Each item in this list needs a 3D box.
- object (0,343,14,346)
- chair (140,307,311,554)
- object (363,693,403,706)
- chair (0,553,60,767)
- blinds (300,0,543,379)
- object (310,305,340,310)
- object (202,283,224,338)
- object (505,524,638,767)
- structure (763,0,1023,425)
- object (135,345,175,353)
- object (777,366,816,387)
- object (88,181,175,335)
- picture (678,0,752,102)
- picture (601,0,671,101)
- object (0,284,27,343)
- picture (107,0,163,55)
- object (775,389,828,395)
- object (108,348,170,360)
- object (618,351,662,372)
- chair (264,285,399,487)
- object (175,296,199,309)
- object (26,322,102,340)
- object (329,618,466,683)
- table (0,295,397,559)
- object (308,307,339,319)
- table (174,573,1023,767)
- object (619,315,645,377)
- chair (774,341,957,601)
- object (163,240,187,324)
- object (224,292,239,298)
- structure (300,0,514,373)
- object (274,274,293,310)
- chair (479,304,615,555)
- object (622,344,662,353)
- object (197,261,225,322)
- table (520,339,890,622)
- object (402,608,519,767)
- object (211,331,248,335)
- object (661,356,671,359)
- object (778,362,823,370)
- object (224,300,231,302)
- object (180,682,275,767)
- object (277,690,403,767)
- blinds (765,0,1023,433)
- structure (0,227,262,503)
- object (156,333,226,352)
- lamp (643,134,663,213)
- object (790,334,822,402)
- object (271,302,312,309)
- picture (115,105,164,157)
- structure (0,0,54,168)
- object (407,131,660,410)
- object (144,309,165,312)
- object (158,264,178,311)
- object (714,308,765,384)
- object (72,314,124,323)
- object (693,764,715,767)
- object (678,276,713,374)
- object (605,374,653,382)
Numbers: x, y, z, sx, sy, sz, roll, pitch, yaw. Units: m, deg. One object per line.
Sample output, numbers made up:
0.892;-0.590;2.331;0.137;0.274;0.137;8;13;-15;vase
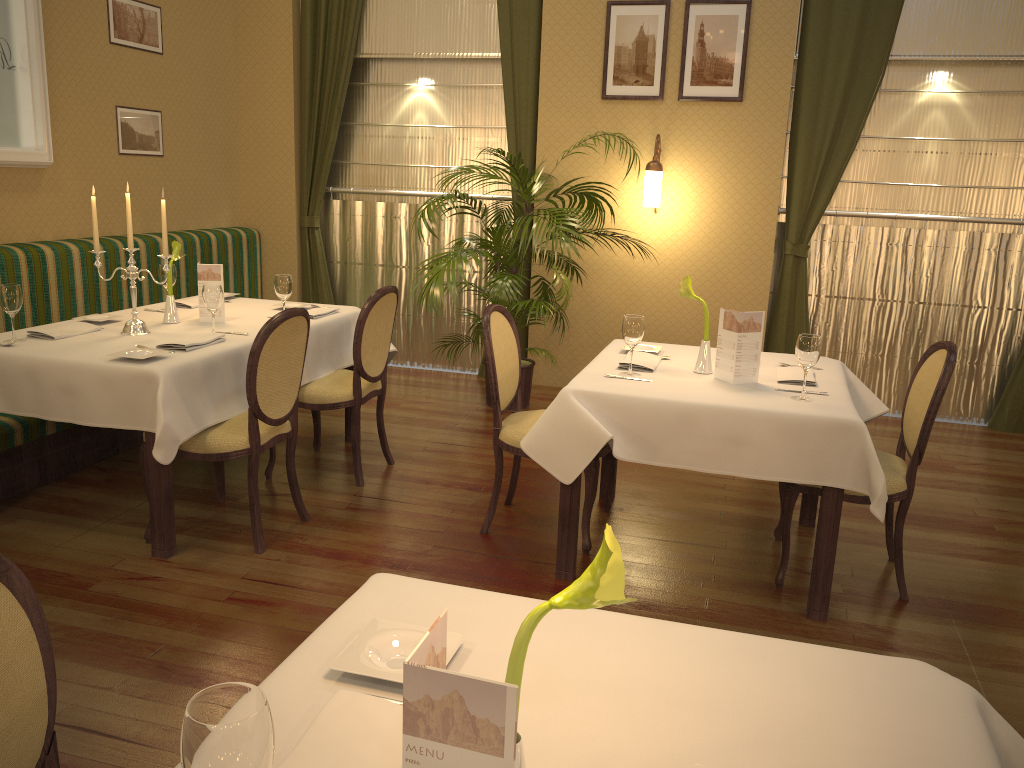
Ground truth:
-2.048;-0.163;3.517;0.181;0.015;0.038;6;14;16;object
-1.133;0.146;3.613;0.571;0.955;0.530;6;14;15;chair
-0.155;0.446;1.243;0.181;0.015;0.038;6;14;16;object
-0.585;0.716;1.278;0.571;0.955;0.530;4;13;5;chair
-0.683;-2.312;6.314;1.934;4.537;0.225;6;14;14;blinds
-1.005;-0.413;4.760;0.181;0.015;0.038;6;14;16;object
-1.288;-0.315;3.824;0.088;0.229;0.088;-4;15;-26;object
0.041;0.333;0.969;0.163;0.375;0.076;0;13;-8;object
2.711;-1.976;5.514;1.900;4.511;0.134;6;14;15;structure
-1.419;-0.139;3.524;0.181;0.015;0.038;6;14;16;object
1.116;-0.033;3.489;0.142;0.024;0.273;6;14;15;object
-1.632;-0.538;3.804;0.390;0.655;0.131;7;14;21;object
1.300;-2.142;5.703;0.412;0.619;0.022;6;14;15;picture
0.811;-2.192;5.835;0.412;0.619;0.022;6;14;15;picture
-2.015;-0.285;3.574;0.088;0.229;0.088;-4;15;-26;object
-2.361;-2.258;5.571;0.008;0.294;0.504;6;14;15;picture
1.059;0.027;3.245;0.185;0.010;0.017;6;14;15;object
-1.415;-0.106;3.364;0.160;0.024;0.160;6;14;15;object
0.525;-0.092;3.622;0.142;0.033;0.273;6;14;15;object
-0.870;-0.027;4.395;0.571;0.955;0.530;6;14;15;chair
-1.678;-0.434;4.706;0.142;0.033;0.273;6;14;15;object
-1.908;-0.227;3.786;0.142;0.033;0.273;6;14;15;object
-0.170;0.416;1.350;0.160;0.024;0.160;6;14;15;object
-1.496;0.077;4.264;1.385;0.759;2.152;6;14;15;table
-1.013;-0.365;4.541;0.142;0.024;0.273;6;14;15;object
0.087;0.881;1.104;1.389;0.759;1.395;6;14;16;table
0.461;-0.148;3.409;0.088;0.229;0.088;-4;15;-26;object
1.334;0.287;3.433;0.571;0.955;0.530;6;14;15;chair
-1.586;-0.479;4.156;0.076;0.375;0.163;3;13;2;object
-1.634;-0.491;4.968;0.160;0.024;0.160;6;14;15;object
-0.653;-2.324;6.425;1.942;4.511;0.123;6;14;15;structure
-1.093;-0.407;4.249;0.088;0.229;0.088;-4;15;-26;object
0.155;0.153;3.802;0.571;0.955;0.530;6;14;15;chair
0.569;-0.148;3.883;0.160;0.024;0.160;6;14;15;object
-1.454;-0.433;4.205;0.166;0.277;0.081;10;15;31;object
0.826;0.317;3.637;1.389;0.759;1.395;6;14;16;table
-0.073;0.397;0.900;0.081;0.277;0.166;-5;15;-27;object
-1.257;-0.229;3.944;0.185;0.010;0.017;6;14;15;object
0.585;-0.119;3.776;0.181;0.015;0.038;6;14;16;object
1.202;-0.074;3.690;0.181;0.015;0.038;6;14;16;object
-1.618;-0.461;4.860;0.181;0.015;0.038;6;14;16;object
-0.278;0.417;0.876;0.088;0.229;0.088;-6;16;-32;object
-0.215;0.473;1.089;0.142;0.033;0.273;6;14;15;object
2.685;-1.963;5.398;1.878;4.537;0.129;6;14;15;blinds
-3.738;0.832;0.095;0.850;1.031;14.516;6;14;15;structure
-1.322;-0.175;3.663;0.142;0.033;0.273;6;14;15;object
0.923;-1.377;5.820;0.114;0.513;0.323;3;13;4;lamp
1.036;-0.058;3.122;0.088;0.229;0.088;-4;15;-26;object
-1.165;-0.406;4.689;0.160;0.024;0.160;6;14;15;object
-2.390;-1.621;5.707;0.008;0.294;0.437;6;14;15;picture
-2.675;-2.599;4.339;0.200;2.985;0.670;6;14;15;structure
0.095;-0.728;5.716;1.496;1.807;1.552;1;13;-4;object
-1.761;-0.365;4.438;0.185;0.010;0.017;6;14;16;object
-1.741;-0.490;4.494;0.088;0.229;0.088;-4;15;-26;object
0.850;-0.139;3.342;0.166;0.277;0.081;8;14;21;object
-1.908;-0.296;4.092;0.160;0.024;0.160;6;14;15;object
0.283;0.512;1.019;0.160;0.024;0.160;6;14;15;object
0.732;-0.235;3.510;0.163;0.375;0.076;12;16;36;object
0.442;-0.023;3.353;0.185;0.010;0.017;6;14;16;object
